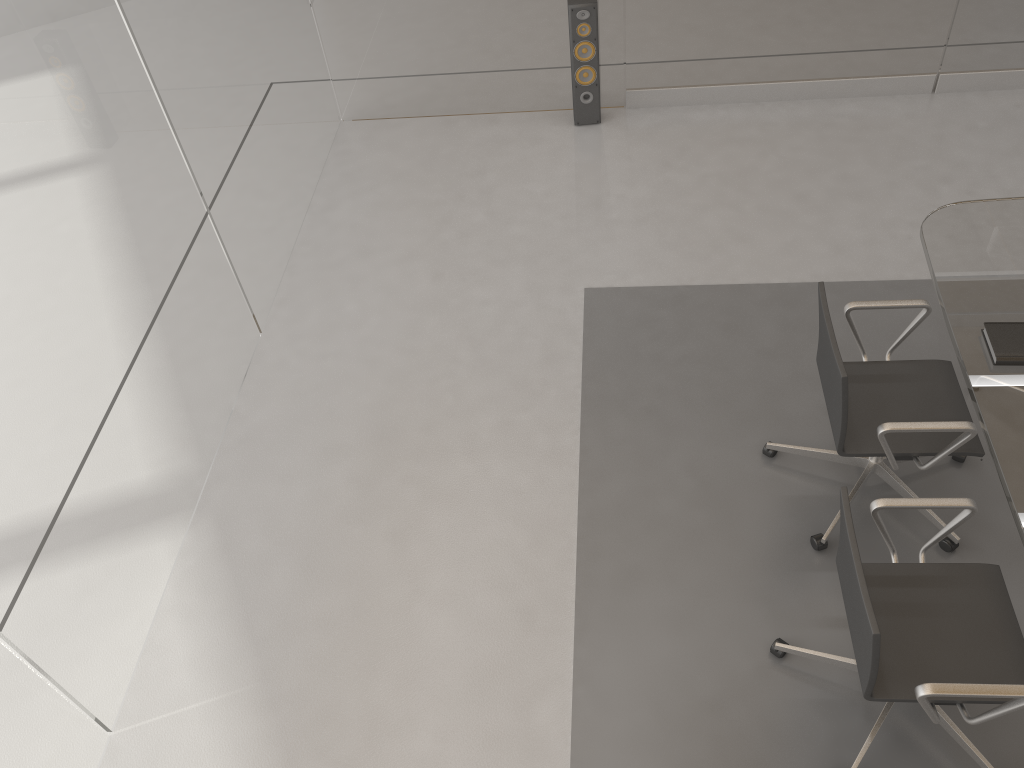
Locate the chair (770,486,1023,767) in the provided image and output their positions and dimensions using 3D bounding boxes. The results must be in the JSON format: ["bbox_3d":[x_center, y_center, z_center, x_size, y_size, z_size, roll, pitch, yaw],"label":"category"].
[{"bbox_3d":[1.190,0.683,2.467,0.710,0.805,0.731,-13,47,-5],"label":"chair"}]

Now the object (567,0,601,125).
[{"bbox_3d":[0.402,-1.766,4.884,0.152,0.706,0.124,-4,47,4],"label":"object"}]

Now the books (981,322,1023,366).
[{"bbox_3d":[1.545,-0.121,2.694,0.183,0.032,0.164,1,48,8],"label":"books"}]

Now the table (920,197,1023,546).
[{"bbox_3d":[2.027,0.691,2.398,1.372,0.721,3.054,-1,48,7],"label":"table"}]

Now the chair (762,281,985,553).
[{"bbox_3d":[1.316,0.081,3.002,0.710,0.805,0.731,-13,47,-5],"label":"chair"}]
